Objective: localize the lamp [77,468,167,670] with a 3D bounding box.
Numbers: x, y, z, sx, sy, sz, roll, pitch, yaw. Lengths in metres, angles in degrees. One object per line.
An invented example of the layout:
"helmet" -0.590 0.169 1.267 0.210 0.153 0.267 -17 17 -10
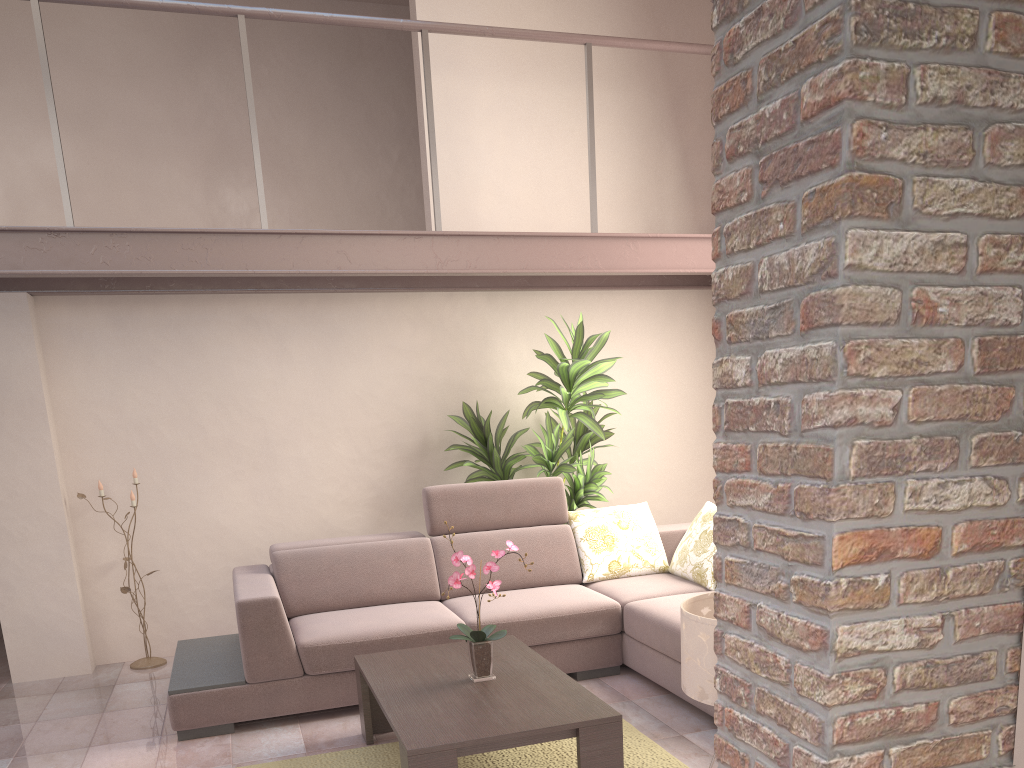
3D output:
"lamp" -2.166 1.041 5.070 0.335 1.182 0.225 0 13 15

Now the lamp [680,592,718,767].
"lamp" 0.625 0.963 2.277 0.386 0.888 0.392 -6 11 -17

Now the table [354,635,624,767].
"table" -0.145 1.284 3.404 0.702 0.362 1.163 -3 0 -18

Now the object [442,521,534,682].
"object" -0.116 0.796 3.293 0.298 0.624 0.354 -7 10 -23

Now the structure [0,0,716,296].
"structure" -0.767 -0.155 3.506 7.164 3.374 3.654 -3 5 -18

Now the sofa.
"sofa" 0.030 0.988 4.187 3.140 0.986 2.098 -3 1 -18

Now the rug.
"rug" -0.430 1.474 3.349 2.075 0.009 0.836 -2 -2 -18
